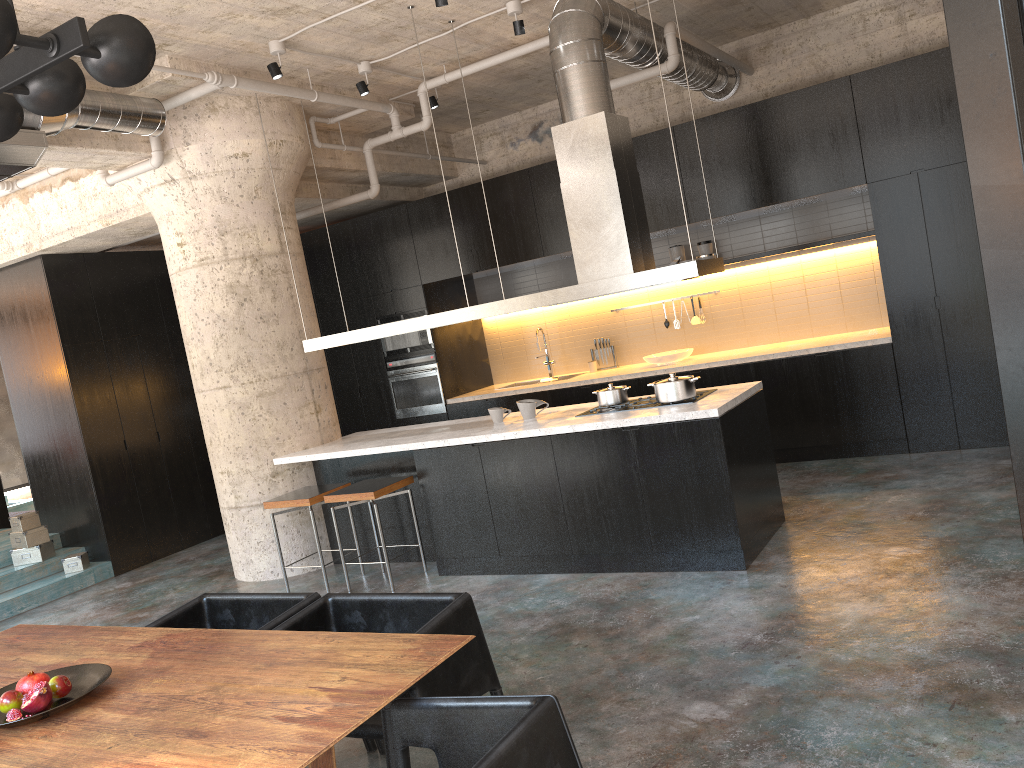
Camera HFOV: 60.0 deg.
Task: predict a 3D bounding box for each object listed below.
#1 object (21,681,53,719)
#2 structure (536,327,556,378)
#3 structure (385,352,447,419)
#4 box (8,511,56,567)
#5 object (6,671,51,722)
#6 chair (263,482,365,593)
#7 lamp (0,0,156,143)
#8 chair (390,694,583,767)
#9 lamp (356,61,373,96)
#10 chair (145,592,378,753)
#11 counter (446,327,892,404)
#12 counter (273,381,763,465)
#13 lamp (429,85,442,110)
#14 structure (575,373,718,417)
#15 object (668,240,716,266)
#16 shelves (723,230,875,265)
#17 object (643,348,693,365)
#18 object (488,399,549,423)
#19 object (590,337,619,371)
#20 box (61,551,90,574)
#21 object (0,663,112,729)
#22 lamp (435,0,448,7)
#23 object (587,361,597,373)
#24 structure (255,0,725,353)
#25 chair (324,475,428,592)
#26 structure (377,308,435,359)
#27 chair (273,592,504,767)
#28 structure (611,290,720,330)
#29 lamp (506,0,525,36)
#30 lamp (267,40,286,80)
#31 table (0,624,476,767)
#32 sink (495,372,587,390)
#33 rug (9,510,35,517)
[{"bbox_3d":[-1.449,0.957,2.703,0.088,0.082,0.110,-12,4,-19],"label":"object"},{"bbox_3d":[0.330,-0.326,9.433,0.125,0.559,0.269,-8,5,31],"label":"structure"},{"bbox_3d":[-0.900,-0.019,9.644,0.664,0.651,0.649,-8,5,31],"label":"structure"},{"bbox_3d":[-4.399,1.402,8.089,0.331,0.441,0.280,-9,5,20],"label":"box"},{"bbox_3d":[-1.501,0.957,2.755,0.100,0.097,0.219,-12,4,-16],"label":"object"},{"bbox_3d":[-1.428,1.131,6.495,0.450,0.698,0.450,-8,5,31],"label":"chair"},{"bbox_3d":[-1.909,-1.317,2.541,1.813,1.327,0.583,-8,5,31],"label":"lamp"},{"bbox_3d":[-0.192,1.210,2.054,0.754,0.738,0.707,-8,5,31],"label":"chair"},{"bbox_3d":[-1.128,-2.332,6.794,0.145,0.236,0.107,-10,4,14],"label":"lamp"},{"bbox_3d":[-1.110,1.273,3.553,0.707,0.738,0.754,-8,5,31],"label":"chair"},{"bbox_3d":[1.425,-0.115,8.607,4.360,0.142,1.000,-8,5,31],"label":"counter"},{"bbox_3d":[-0.086,0.298,6.306,3.500,0.046,1.000,-8,5,31],"label":"counter"},{"bbox_3d":[-0.662,-2.483,7.607,0.145,0.236,0.107,-10,4,14],"label":"lamp"},{"bbox_3d":[0.871,0.034,5.809,0.833,0.187,0.506,-8,5,31],"label":"structure"},{"bbox_3d":[1.710,-1.246,8.547,0.462,0.240,0.334,-9,5,28],"label":"object"},{"bbox_3d":[1.394,-1.058,8.784,4.362,0.043,0.403,-8,5,31],"label":"shelves"},{"bbox_3d":[1.521,-0.253,8.606,0.490,0.093,0.490,-9,5,28],"label":"object"},{"bbox_3d":[0.040,0.186,6.273,0.437,0.133,0.188,-8,5,31],"label":"object"},{"bbox_3d":[0.953,-0.318,9.259,0.291,0.336,0.060,-9,5,25],"label":"object"},{"bbox_3d":[-3.973,1.628,8.085,0.172,0.140,0.187,-11,4,-7],"label":"box"},{"bbox_3d":[-1.474,0.966,2.752,0.435,0.079,0.435,-13,5,-23],"label":"object"},{"bbox_3d":[-0.441,-2.350,5.272,0.107,0.236,0.145,-10,4,14],"label":"lamp"},{"bbox_3d":[0.839,-0.183,9.230,0.092,0.117,0.092,-12,5,-20],"label":"object"},{"bbox_3d":[-0.309,-1.495,6.086,3.117,2.100,0.538,-8,5,31],"label":"structure"},{"bbox_3d":[-0.942,1.055,6.260,0.450,0.698,0.450,-8,5,31],"label":"chair"},{"bbox_3d":[-0.984,-0.580,9.642,0.659,0.450,0.612,-8,5,31],"label":"structure"},{"bbox_3d":[-0.490,1.183,3.172,0.707,0.738,0.754,-8,5,31],"label":"chair"},{"bbox_3d":[1.555,-0.693,8.950,1.171,0.315,0.074,-8,5,31],"label":"structure"},{"bbox_3d":[0.028,-2.502,6.092,0.107,0.236,0.145,-10,4,14],"label":"lamp"},{"bbox_3d":[-1.586,-2.184,5.994,0.145,0.236,0.107,-10,4,14],"label":"lamp"},{"bbox_3d":[-1.381,1.375,2.751,2.410,0.756,1.299,-8,5,31],"label":"table"},{"bbox_3d":[0.313,0.035,9.331,0.890,0.134,0.458,-8,5,31],"label":"sink"},{"bbox_3d":[-6.562,1.884,11.685,1.759,0.377,0.541,-8,5,31],"label":"rug"}]
